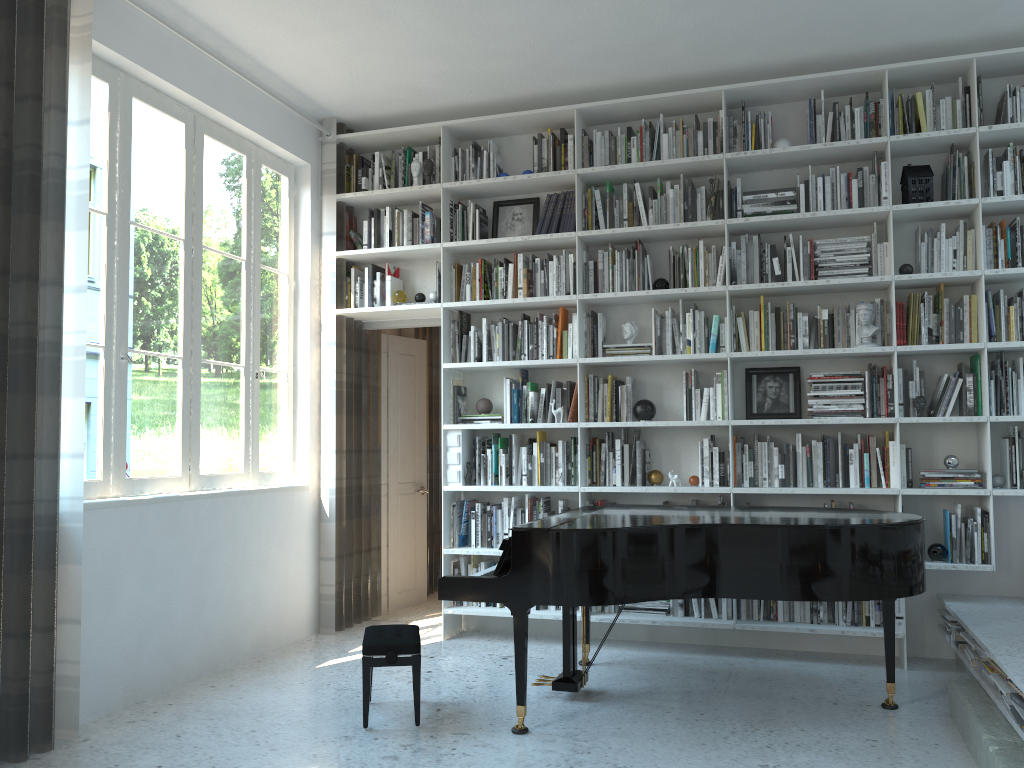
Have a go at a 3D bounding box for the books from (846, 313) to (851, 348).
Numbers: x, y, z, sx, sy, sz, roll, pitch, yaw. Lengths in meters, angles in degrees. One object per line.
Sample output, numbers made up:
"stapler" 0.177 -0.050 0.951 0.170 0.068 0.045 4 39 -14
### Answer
"books" 1.835 -0.277 4.850 0.022 0.206 0.114 -1 -4 18

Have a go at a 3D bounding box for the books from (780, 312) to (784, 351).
"books" 1.505 -0.279 4.941 0.012 0.227 0.169 -1 -4 18

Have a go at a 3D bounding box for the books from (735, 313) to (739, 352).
"books" 1.278 -0.274 5.034 0.011 0.235 0.142 -1 -4 18

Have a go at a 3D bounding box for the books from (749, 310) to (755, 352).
"books" 1.358 -0.283 5.004 0.026 0.248 0.139 -1 -4 18

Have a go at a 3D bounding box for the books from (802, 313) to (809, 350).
"books" 1.622 -0.276 4.904 0.030 0.214 0.168 -2 -4 18

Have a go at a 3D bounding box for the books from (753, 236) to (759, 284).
"books" 1.383 -0.675 5.012 0.029 0.295 0.151 -1 -4 18

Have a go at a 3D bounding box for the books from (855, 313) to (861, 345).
"books" 1.882 -0.276 4.826 0.035 0.201 0.149 -2 -4 18

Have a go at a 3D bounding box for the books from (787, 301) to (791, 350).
"books" 1.541 -0.307 4.932 0.013 0.283 0.177 -1 -4 18

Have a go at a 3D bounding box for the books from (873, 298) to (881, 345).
"books" 1.981 -0.317 4.806 0.025 0.279 0.108 -1 -4 18

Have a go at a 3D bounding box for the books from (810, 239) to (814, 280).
"books" 1.657 -0.661 4.897 0.013 0.246 0.176 -1 -4 18

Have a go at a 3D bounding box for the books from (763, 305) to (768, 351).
"books" 1.416 -0.297 4.946 0.015 0.266 0.189 -1 -4 18

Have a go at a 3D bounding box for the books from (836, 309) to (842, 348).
"books" 1.790 -0.287 4.868 0.025 0.230 0.143 -1 -4 18

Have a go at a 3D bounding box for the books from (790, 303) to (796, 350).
"books" 1.556 -0.301 4.911 0.028 0.267 0.190 -1 -4 18

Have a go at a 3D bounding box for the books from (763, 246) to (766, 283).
"books" 1.423 -0.646 4.992 0.014 0.233 0.147 -1 -4 18

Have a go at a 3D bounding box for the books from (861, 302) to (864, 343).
"books" 1.907 -0.307 4.828 0.014 0.263 0.135 -1 -4 18

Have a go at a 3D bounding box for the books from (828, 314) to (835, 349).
"books" 1.745 -0.273 4.854 0.029 0.200 0.178 -2 -4 18

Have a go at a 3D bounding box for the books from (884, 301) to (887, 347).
"books" 2.011 -0.309 4.792 0.014 0.260 0.137 -1 -4 18

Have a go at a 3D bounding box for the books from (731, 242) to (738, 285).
"books" 1.267 -0.658 5.039 0.026 0.267 0.171 -1 -4 18

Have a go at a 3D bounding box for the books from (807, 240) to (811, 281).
"books" 1.647 -0.659 4.913 0.015 0.244 0.183 -1 -4 18

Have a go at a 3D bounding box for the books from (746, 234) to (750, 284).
"books" 1.342 -0.682 5.034 0.014 0.313 0.133 -1 -4 18

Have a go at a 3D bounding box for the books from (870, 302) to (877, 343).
"books" 1.954 -0.308 4.803 0.025 0.259 0.130 -1 -4 18

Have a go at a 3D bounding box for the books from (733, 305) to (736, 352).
"books" 1.268 -0.297 5.039 0.010 0.281 0.140 -1 -4 18

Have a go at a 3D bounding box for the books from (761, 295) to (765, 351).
"books" 1.403 -0.322 4.953 0.014 0.317 0.188 -1 -4 18

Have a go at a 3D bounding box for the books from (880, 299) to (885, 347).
"books" 1.994 -0.312 4.784 0.014 0.266 0.154 -1 -4 18

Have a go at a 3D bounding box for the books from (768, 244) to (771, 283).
"books" 1.447 -0.650 4.982 0.011 0.239 0.147 -1 -4 18

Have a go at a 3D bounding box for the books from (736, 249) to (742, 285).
"books" 1.297 -0.639 5.045 0.027 0.228 0.147 -1 -4 18

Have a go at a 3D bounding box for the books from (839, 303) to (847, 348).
"books" 1.808 -0.303 4.843 0.025 0.258 0.150 -1 -4 18

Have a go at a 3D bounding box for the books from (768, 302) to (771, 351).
"books" 1.442 -0.304 4.954 0.010 0.280 0.170 -1 -4 18

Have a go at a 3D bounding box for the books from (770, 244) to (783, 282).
"books" 1.483 -0.650 4.964 0.066 0.236 0.154 -2 -4 18

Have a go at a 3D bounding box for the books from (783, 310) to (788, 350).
"books" 1.526 -0.283 4.943 0.025 0.236 0.137 -1 -4 18

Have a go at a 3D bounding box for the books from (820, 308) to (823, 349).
"books" 1.702 -0.288 4.878 0.010 0.234 0.175 -1 -4 18

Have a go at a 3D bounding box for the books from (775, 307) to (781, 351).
"books" 1.492 -0.292 4.968 0.028 0.259 0.134 -1 -4 18

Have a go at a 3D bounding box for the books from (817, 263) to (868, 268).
"books" 1.813 -0.633 4.869 0.254 0.012 0.161 -2 -4 20

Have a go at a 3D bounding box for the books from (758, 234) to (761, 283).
"books" 1.400 -0.679 4.998 0.011 0.300 0.179 -1 -4 18

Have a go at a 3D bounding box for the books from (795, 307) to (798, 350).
"books" 1.583 -0.292 4.931 0.011 0.251 0.130 -1 -4 18

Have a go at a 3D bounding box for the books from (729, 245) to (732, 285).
"books" 1.252 -0.651 5.055 0.012 0.254 0.161 -1 -4 18

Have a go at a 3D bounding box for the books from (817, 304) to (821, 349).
"books" 1.692 -0.299 4.886 0.014 0.258 0.161 -1 -4 18

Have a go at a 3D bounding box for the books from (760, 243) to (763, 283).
"books" 1.411 -0.655 4.996 0.011 0.251 0.153 -1 -4 18

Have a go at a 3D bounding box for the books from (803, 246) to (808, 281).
"books" 1.631 -0.644 4.926 0.024 0.216 0.132 -1 -4 18

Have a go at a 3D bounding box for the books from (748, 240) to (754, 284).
"books" 1.352 -0.661 5.002 0.025 0.265 0.185 -1 -4 18

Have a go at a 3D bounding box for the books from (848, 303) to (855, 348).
"books" 1.854 -0.304 4.839 0.024 0.259 0.126 -1 -4 18

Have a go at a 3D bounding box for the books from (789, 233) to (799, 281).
"books" 1.576 -0.680 4.945 0.049 0.291 0.162 -2 -4 18

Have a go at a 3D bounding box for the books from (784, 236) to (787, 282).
"books" 1.529 -0.675 4.964 0.022 0.285 0.131 -1 -4 18

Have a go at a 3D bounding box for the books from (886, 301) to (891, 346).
"books" 2.031 -0.311 4.793 0.023 0.264 0.107 -1 -4 18

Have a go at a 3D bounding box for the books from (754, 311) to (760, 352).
"books" 1.382 -0.280 4.990 0.029 0.240 0.156 -1 -4 18

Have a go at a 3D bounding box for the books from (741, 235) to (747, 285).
"books" 1.317 -0.675 5.022 0.026 0.297 0.179 -1 -4 18

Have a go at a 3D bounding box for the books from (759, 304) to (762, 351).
"books" 1.405 -0.302 4.997 0.010 0.283 0.136 -1 -4 18

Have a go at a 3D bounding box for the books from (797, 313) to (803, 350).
"books" 1.596 -0.276 4.912 0.024 0.216 0.175 -1 -4 18

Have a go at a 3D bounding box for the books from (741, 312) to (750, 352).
"books" 1.322 -0.280 5.006 0.042 0.242 0.162 -2 -4 18

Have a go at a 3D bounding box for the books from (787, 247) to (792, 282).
"books" 1.549 -0.642 4.949 0.024 0.216 0.148 -1 -4 18

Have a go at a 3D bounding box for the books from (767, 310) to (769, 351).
"books" 1.438 -0.284 4.973 0.010 0.244 0.149 -1 -4 18

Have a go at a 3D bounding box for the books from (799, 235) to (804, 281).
"books" 1.605 -0.670 4.920 0.021 0.269 0.191 -1 -4 18

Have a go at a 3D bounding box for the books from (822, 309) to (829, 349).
"books" 1.717 -0.284 4.862 0.029 0.224 0.185 -1 -4 18

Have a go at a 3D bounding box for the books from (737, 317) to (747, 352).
"books" 1.301 -0.263 4.999 0.053 0.208 0.156 -2 -4 18

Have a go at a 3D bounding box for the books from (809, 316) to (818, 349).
"books" 1.664 -0.268 4.903 0.050 0.199 0.146 -2 -4 18

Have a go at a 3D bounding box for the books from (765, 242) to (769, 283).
"books" 1.435 -0.655 4.985 0.014 0.250 0.173 -1 -4 18

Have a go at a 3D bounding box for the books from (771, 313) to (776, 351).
"books" 1.466 -0.277 4.969 0.024 0.228 0.147 -1 -4 18

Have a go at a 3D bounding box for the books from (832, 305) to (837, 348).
"books" 1.761 -0.296 4.839 0.012 0.245 0.186 -1 -4 18
